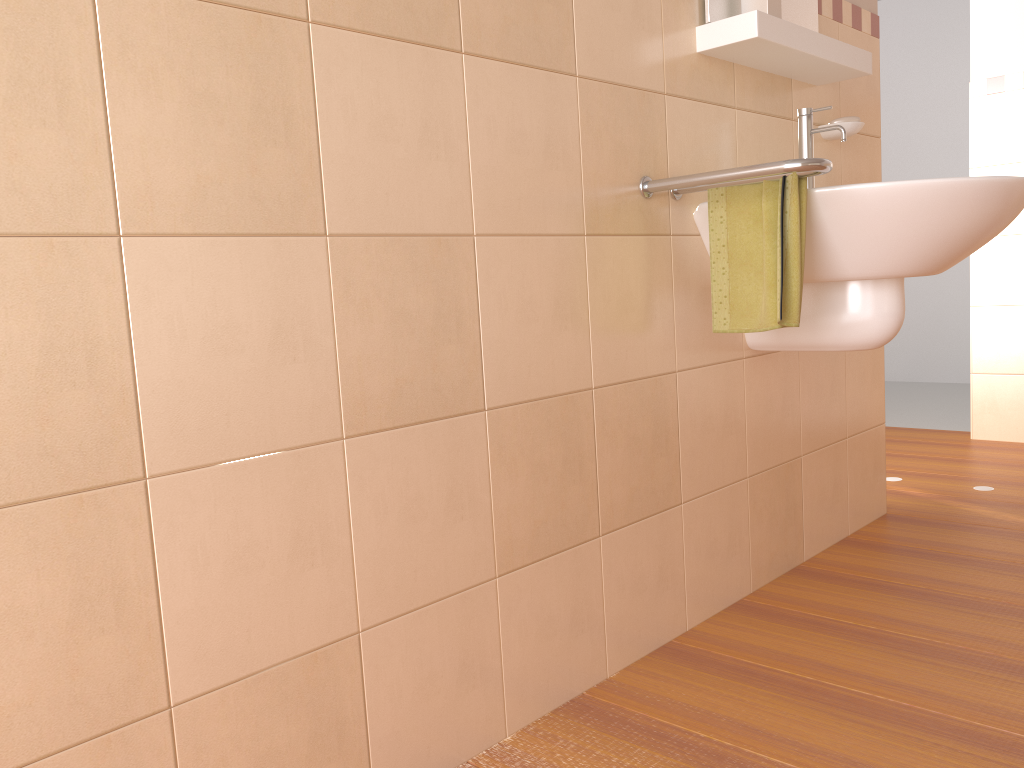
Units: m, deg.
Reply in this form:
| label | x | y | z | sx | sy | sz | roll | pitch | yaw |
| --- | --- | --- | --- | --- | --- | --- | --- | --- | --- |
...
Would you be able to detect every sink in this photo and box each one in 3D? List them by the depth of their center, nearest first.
| label | x | y | z | sx | sy | sz | roll | pitch | yaw |
| --- | --- | --- | --- | --- | --- | --- | --- | --- | --- |
| sink | 0.771 | -0.332 | 1.826 | 0.539 | 0.516 | 0.683 | 2 | 9 | 43 |

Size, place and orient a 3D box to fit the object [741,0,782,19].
| label | x | y | z | sx | sy | sz | roll | pitch | yaw |
| --- | --- | --- | --- | --- | --- | --- | --- | --- | --- |
| object | 0.516 | -0.800 | 1.816 | 0.073 | 0.149 | 0.063 | 2 | 9 | 43 |

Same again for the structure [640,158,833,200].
| label | x | y | z | sx | sy | sz | roll | pitch | yaw |
| --- | --- | --- | --- | --- | --- | --- | --- | --- | --- |
| structure | 0.403 | -0.369 | 1.582 | 0.333 | 0.042 | 0.142 | 2 | 9 | 43 |

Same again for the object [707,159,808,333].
| label | x | y | z | sx | sy | sz | roll | pitch | yaw |
| --- | --- | --- | --- | --- | --- | --- | --- | --- | --- |
| object | 0.454 | -0.248 | 1.634 | 0.085 | 0.306 | 0.181 | -7 | 7 | -30 |

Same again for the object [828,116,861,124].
| label | x | y | z | sx | sy | sz | roll | pitch | yaw |
| --- | --- | --- | --- | --- | --- | --- | --- | --- | --- |
| object | 0.819 | -0.645 | 2.186 | 0.075 | 0.023 | 0.050 | -3 | 6 | 8 |

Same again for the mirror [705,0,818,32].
| label | x | y | z | sx | sy | sz | roll | pitch | yaw |
| --- | --- | --- | --- | --- | --- | --- | --- | --- | --- |
| mirror | 0.539 | -1.148 | 1.910 | 0.008 | 0.799 | 0.502 | 2 | 9 | 43 |

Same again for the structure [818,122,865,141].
| label | x | y | z | sx | sy | sz | roll | pitch | yaw |
| --- | --- | --- | --- | --- | --- | --- | --- | --- | --- |
| structure | 0.819 | -0.623 | 2.186 | 0.092 | 0.029 | 0.117 | 2 | 9 | 43 |

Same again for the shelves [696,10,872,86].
| label | x | y | z | sx | sy | sz | roll | pitch | yaw |
| --- | --- | --- | --- | --- | --- | --- | --- | --- | --- |
| shelves | 0.603 | -0.717 | 1.922 | 0.138 | 0.050 | 0.554 | 2 | 9 | 43 |

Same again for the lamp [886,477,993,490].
| label | x | y | z | sx | sy | sz | roll | pitch | yaw |
| --- | --- | --- | --- | --- | --- | --- | --- | --- | --- |
| lamp | 0.598 | 0.524 | 1.490 | 2.893 | 0.001 | 3.173 | 2 | 9 | 43 |
